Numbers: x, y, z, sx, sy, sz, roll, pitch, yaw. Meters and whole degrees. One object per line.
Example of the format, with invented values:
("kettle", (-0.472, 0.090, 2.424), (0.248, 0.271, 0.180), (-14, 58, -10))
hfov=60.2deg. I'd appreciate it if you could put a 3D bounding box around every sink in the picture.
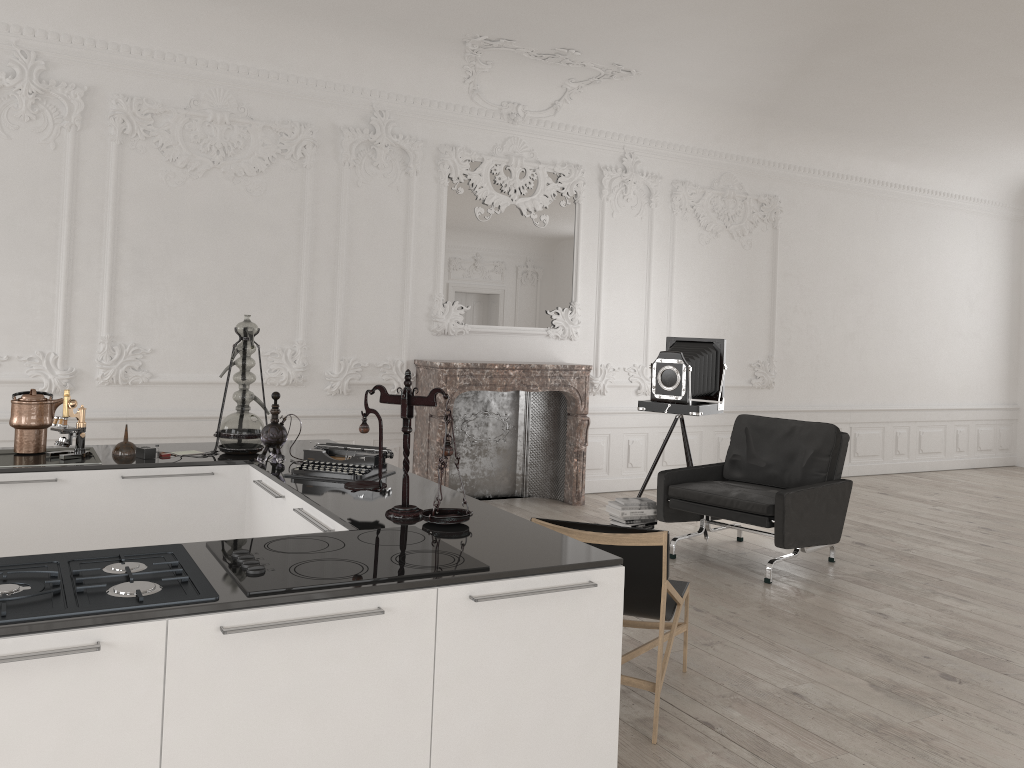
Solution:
("sink", (-2.350, 0.379, 3.637), (1.164, 0.141, 0.486), (0, 4, -29))

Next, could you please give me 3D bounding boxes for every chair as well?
("chair", (1.713, 0.735, 6.154), (1.085, 0.964, 0.975), (1, 2, -44))
("chair", (0.403, 0.921, 3.739), (0.631, 0.771, 0.781), (3, 1, 15))

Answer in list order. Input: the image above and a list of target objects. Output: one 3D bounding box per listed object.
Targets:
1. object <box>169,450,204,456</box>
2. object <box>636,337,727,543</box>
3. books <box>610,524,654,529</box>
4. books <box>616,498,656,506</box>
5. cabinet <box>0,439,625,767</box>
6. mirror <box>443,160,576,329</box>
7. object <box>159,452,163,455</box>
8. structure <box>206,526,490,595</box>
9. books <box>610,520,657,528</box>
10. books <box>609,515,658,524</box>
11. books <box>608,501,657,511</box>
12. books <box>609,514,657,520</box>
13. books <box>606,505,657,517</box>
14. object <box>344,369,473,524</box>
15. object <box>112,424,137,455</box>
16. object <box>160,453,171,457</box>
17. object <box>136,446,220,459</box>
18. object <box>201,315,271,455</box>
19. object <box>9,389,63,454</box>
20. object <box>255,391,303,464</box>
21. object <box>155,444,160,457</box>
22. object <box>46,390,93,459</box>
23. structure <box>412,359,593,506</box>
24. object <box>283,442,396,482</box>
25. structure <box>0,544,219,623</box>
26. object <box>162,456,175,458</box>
("object", (-1.509, 0.319, 4.083), (0.094, 0.004, 0.140), (5, 4, 40))
("object", (1.365, 0.391, 7.016), (0.712, 1.524, 0.654), (2, -1, 36))
("books", (0.841, 1.004, 6.220), (0.199, 0.035, 0.299), (5, 4, 38))
("books", (0.872, 0.830, 6.239), (0.242, 0.022, 0.172), (1, 3, -15))
("cabinet", (-1.417, 0.830, 3.012), (2.458, 0.882, 2.712), (1, 3, -29))
("mirror", (-0.005, -1.234, 8.010), (1.433, 1.573, 0.009), (2, -1, -29))
("object", (-1.584, 0.315, 4.015), (0.042, 0.012, 0.032), (-1, 4, -44))
("structure", (-0.452, 0.454, 2.385), (0.627, 0.021, 0.507), (0, 4, -29))
("books", (0.856, 0.973, 6.220), (0.277, 0.025, 0.199), (-1, 4, -41))
("books", (0.855, 0.946, 6.227), (0.274, 0.025, 0.199), (1, 4, -28))
("books", (0.850, 0.854, 6.227), (0.289, 0.026, 0.206), (1, 4, -21))
("books", (0.852, 0.920, 6.228), (0.280, 0.025, 0.199), (1, 4, -23))
("books", (0.843, 0.887, 6.217), (0.310, 0.041, 0.199), (1, 3, -23))
("object", (-0.353, 0.196, 2.950), (0.513, 0.491, 0.167), (3, 0, 33))
("object", (-1.753, 0.249, 4.013), (0.111, 0.132, 0.111), (2, 1, -24))
("object", (-1.560, 0.319, 3.977), (0.026, 0.011, 0.039), (5, 4, 40))
("object", (-1.489, 0.304, 3.999), (0.375, 0.045, 0.124), (0, 4, -40))
("object", (-1.233, 0.000, 4.169), (0.294, 0.651, 0.318), (2, 0, 14))
("object", (-2.139, 0.162, 3.957), (0.208, 0.280, 0.186), (2, 0, 11))
("object", (-1.046, 0.190, 3.990), (0.221, 0.312, 0.204), (2, 0, -31))
("object", (-1.581, 0.298, 3.936), (0.017, 0.056, 0.017), (2, -1, 41))
("object", (-1.928, 0.170, 3.873), (0.132, 0.291, 0.169), (2, 0, 31))
("structure", (-0.105, 0.431, 7.754), (1.542, 1.249, 0.660), (1, 0, -29))
("object", (-0.719, 0.321, 3.700), (0.383, 0.110, 0.317), (3, 3, 16))
("structure", (-1.146, 0.453, 1.996), (0.841, 0.014, 0.522), (0, 4, -29))
("object", (-1.541, 0.326, 3.960), (0.020, 0.001, 0.060), (5, 4, 40))
